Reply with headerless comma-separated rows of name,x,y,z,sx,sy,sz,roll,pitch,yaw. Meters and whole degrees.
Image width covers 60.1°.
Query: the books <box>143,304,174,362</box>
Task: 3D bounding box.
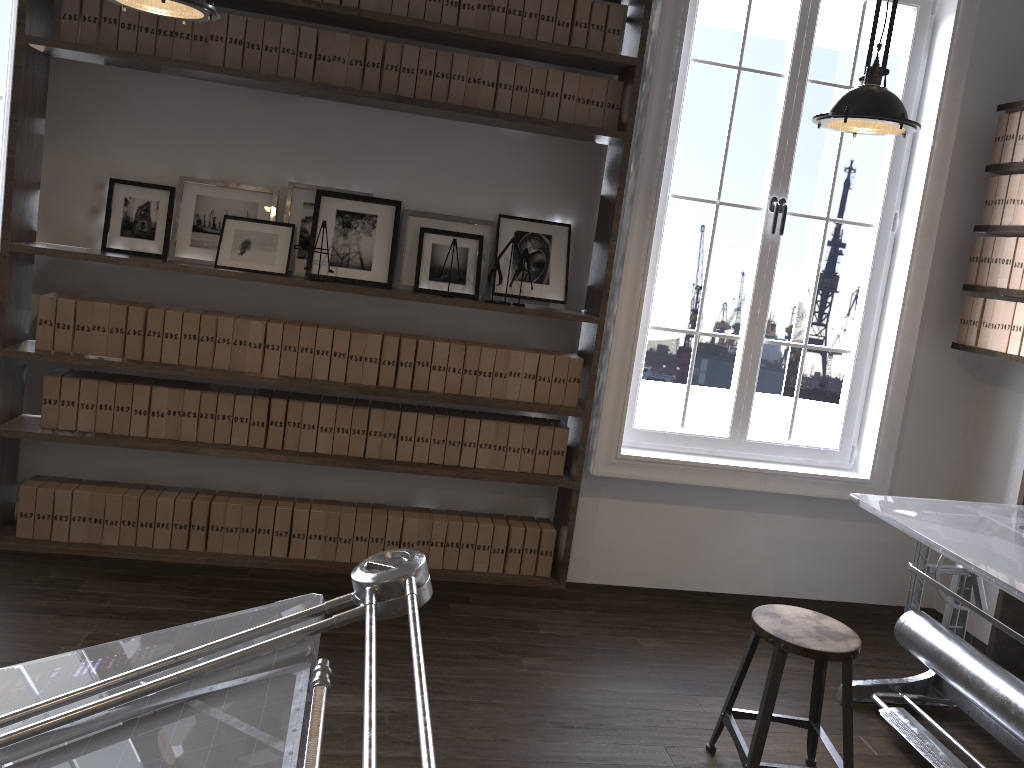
books,-1.505,-0.216,3.775,0.066,0.224,0.176,7,7,-10

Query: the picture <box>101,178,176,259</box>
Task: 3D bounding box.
picture,-1.596,-0.705,3.787,0.266,0.313,0.058,7,6,-10

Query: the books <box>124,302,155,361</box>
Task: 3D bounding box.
books,-1.577,-0.224,3.757,0.067,0.224,0.176,7,7,-10

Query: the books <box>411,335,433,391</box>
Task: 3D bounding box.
books,-0.403,-0.095,3.964,0.066,0.224,0.176,7,7,-10

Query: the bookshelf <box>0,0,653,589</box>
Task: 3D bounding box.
bookshelf,-0.846,-0.347,3.902,2.471,3.702,0.415,7,6,-10

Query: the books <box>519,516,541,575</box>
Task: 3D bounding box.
books,0.072,0.756,4.151,0.066,0.224,0.176,7,7,-10

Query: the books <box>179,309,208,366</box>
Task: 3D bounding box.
books,-1.366,-0.201,3.798,0.066,0.224,0.176,7,7,-10

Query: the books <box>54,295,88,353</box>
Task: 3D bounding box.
books,-1.847,-0.253,3.709,0.066,0.224,0.176,7,7,-10

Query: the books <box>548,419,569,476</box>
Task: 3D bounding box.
books,0.201,0.292,4.105,0.066,0.224,0.176,7,7,-10

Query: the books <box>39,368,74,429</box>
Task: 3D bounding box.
books,-1.920,0.060,3.739,0.067,0.224,0.176,7,7,-10

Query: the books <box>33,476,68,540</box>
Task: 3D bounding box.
books,-1.977,0.531,3.797,0.066,0.224,0.176,7,7,-10

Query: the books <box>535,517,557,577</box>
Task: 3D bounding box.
books,0.146,0.765,4.161,0.066,0.224,0.176,7,7,-10

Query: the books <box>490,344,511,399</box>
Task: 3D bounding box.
books,-0.063,-0.058,4.021,0.066,0.224,0.176,7,7,-10

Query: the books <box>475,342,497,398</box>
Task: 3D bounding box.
books,-0.128,-0.064,4.005,0.067,0.224,0.176,7,7,-10

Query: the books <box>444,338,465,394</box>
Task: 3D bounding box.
books,-0.265,-0.080,3.987,0.066,0.224,0.176,7,7,-10

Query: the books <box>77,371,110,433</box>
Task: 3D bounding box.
books,-1.779,0.074,3.766,0.066,0.224,0.176,7,7,-10

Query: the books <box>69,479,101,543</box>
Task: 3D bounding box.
books,-1.837,0.547,3.819,0.066,0.224,0.176,7,7,-10

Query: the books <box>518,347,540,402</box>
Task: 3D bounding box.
books,0.064,-0.043,4.039,0.067,0.224,0.176,7,7,-10

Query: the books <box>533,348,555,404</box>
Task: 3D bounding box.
books,0.132,-0.036,4.055,0.066,0.224,0.176,7,7,-10

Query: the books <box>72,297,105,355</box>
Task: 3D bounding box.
books,-1.776,-0.245,3.721,0.067,0.224,0.176,7,7,-10

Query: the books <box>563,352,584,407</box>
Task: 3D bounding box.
books,0.265,-0.021,4.072,0.067,0.224,0.176,7,7,-10

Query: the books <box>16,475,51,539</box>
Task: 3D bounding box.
books,-2.046,0.524,3.788,0.066,0.224,0.176,7,7,-10

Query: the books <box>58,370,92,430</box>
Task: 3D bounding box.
books,-1.849,0.067,3.751,0.066,0.224,0.176,7,7,-10

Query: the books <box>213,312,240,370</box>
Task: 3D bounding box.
books,-1.230,-0.185,3.815,0.067,0.224,0.176,7,7,-10

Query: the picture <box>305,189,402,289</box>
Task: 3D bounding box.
picture,-0.690,-0.632,3.870,0.373,0.389,0.150,7,7,-10

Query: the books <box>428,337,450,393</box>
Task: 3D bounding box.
books,-0.333,-0.087,3.971,0.066,0.224,0.176,7,7,-10

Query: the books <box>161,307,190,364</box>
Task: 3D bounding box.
books,-1.435,-0.208,3.782,0.066,0.224,0.176,7,7,-10

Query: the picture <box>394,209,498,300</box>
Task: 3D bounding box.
picture,-0.295,-0.580,3.990,0.433,0.359,0.096,6,7,-10

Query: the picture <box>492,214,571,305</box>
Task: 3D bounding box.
picture,0.092,-0.567,4.023,0.342,0.362,0.162,7,7,-10

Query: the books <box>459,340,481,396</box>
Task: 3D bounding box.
books,-0.195,-0.072,3.999,0.066,0.224,0.176,7,7,-10

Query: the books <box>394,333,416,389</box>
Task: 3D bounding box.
books,-0.476,-0.103,3.946,0.067,0.224,0.176,7,7,-10

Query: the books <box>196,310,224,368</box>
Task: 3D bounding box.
books,-1.296,-0.193,3.810,0.066,0.224,0.176,7,7,-10

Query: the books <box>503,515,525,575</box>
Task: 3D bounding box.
books,0.000,0.749,4.133,0.067,0.224,0.176,7,7,-10

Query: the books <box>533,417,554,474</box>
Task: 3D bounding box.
books,0.131,0.284,4.098,0.066,0.224,0.176,7,7,-10

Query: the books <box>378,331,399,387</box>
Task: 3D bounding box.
books,-0.549,-0.111,3.939,0.066,0.224,0.176,7,7,-10

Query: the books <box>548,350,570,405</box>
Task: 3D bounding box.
books,0.200,-0.029,4.068,0.066,0.224,0.176,7,7,-10

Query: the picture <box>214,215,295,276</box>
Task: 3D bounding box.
picture,-1.095,-0.589,3.784,0.299,0.228,0.145,6,7,-10

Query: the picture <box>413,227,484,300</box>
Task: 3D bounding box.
picture,-0.281,-0.537,3.955,0.289,0.289,0.128,7,7,-10

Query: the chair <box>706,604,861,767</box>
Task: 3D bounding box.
chair,0.838,0.981,2.664,0.358,0.525,0.374,8,7,-2

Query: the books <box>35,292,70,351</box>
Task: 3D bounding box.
books,-1.918,-0.261,3.700,0.066,0.224,0.176,7,7,-10

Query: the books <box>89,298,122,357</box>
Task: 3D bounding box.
books,-1.715,-0.239,3.736,0.066,0.224,0.176,7,7,-10

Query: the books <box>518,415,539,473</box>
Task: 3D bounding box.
books,0.062,0.276,4.086,0.066,0.224,0.176,7,7,-10

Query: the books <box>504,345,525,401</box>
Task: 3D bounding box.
books,-0.002,-0.051,4.030,0.066,0.224,0.176,7,7,-10

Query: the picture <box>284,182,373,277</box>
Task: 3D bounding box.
picture,-0.819,-0.662,3.899,0.369,0.404,0.092,7,6,-10

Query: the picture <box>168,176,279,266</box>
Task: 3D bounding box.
picture,-1.242,-0.687,3.825,0.415,0.363,0.084,6,7,-10

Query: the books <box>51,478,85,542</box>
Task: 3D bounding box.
books,-1.908,0.540,3.805,0.067,0.224,0.176,7,7,-10

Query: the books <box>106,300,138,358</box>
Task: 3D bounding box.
books,-1.651,-0.232,3.750,0.066,0.224,0.176,7,7,-10

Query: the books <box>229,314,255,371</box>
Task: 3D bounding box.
books,-1.165,-0.179,3.831,0.066,0.224,0.176,7,7,-10
